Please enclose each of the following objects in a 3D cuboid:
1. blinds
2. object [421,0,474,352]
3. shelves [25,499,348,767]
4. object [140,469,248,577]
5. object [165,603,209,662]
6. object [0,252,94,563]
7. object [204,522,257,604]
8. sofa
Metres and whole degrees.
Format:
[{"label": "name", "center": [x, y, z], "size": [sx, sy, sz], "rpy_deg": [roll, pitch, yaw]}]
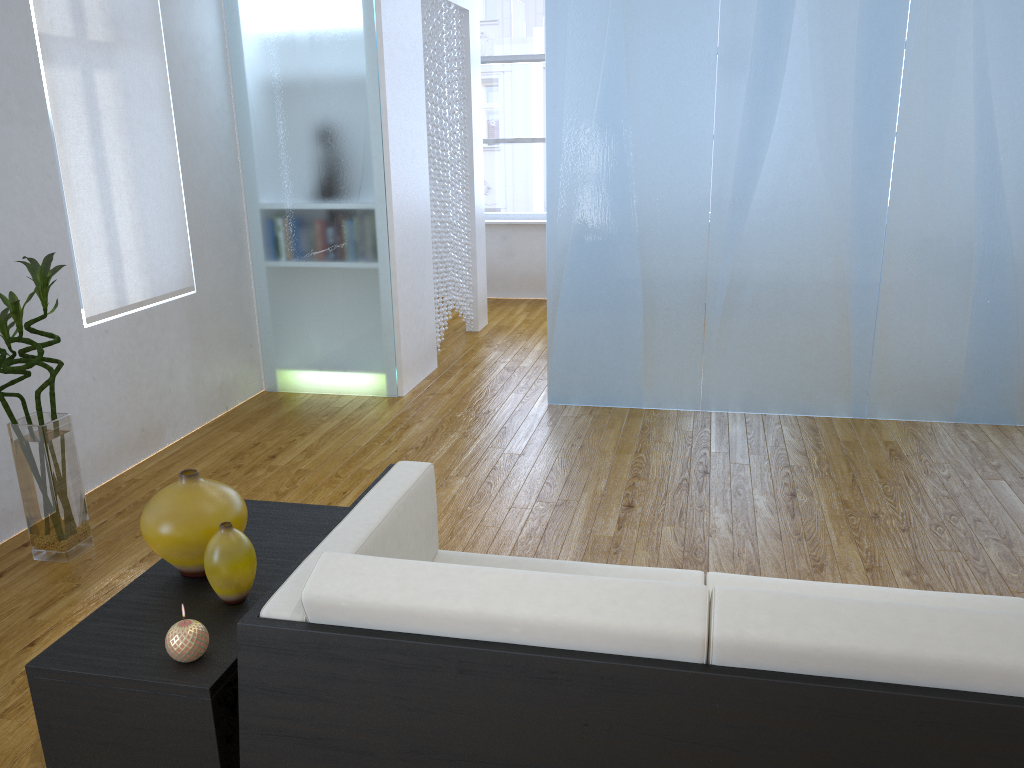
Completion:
[{"label": "blinds", "center": [-1.566, -1.344, 3.417], "size": [0.007, 2.131, 0.755], "rpy_deg": [3, 18, 12]}, {"label": "object", "center": [-0.384, -1.212, 5.324], "size": [0.051, 2.034, 0.915], "rpy_deg": [3, 18, 12]}, {"label": "shelves", "center": [-0.580, 0.606, 1.885], "size": [0.349, 0.455, 0.723], "rpy_deg": [3, 17, 12]}, {"label": "object", "center": [-0.646, 0.280, 1.808], "size": [0.206, 0.217, 0.206], "rpy_deg": [-13, 20, -34]}, {"label": "object", "center": [-0.557, 0.420, 1.514], "size": [0.071, 0.105, 0.071], "rpy_deg": [13, 22, 38]}, {"label": "object", "center": [-1.557, 0.097, 2.772], "size": [0.380, 0.989, 0.480], "rpy_deg": [-6, 18, -14]}, {"label": "object", "center": [-0.537, 0.340, 1.690], "size": [0.095, 0.162, 0.095], "rpy_deg": [-13, 21, -34]}, {"label": "sofa", "center": [0.828, 0.372, 2.230], "size": [5.335, 0.685, 9.640], "rpy_deg": [2, 16, 12]}]
